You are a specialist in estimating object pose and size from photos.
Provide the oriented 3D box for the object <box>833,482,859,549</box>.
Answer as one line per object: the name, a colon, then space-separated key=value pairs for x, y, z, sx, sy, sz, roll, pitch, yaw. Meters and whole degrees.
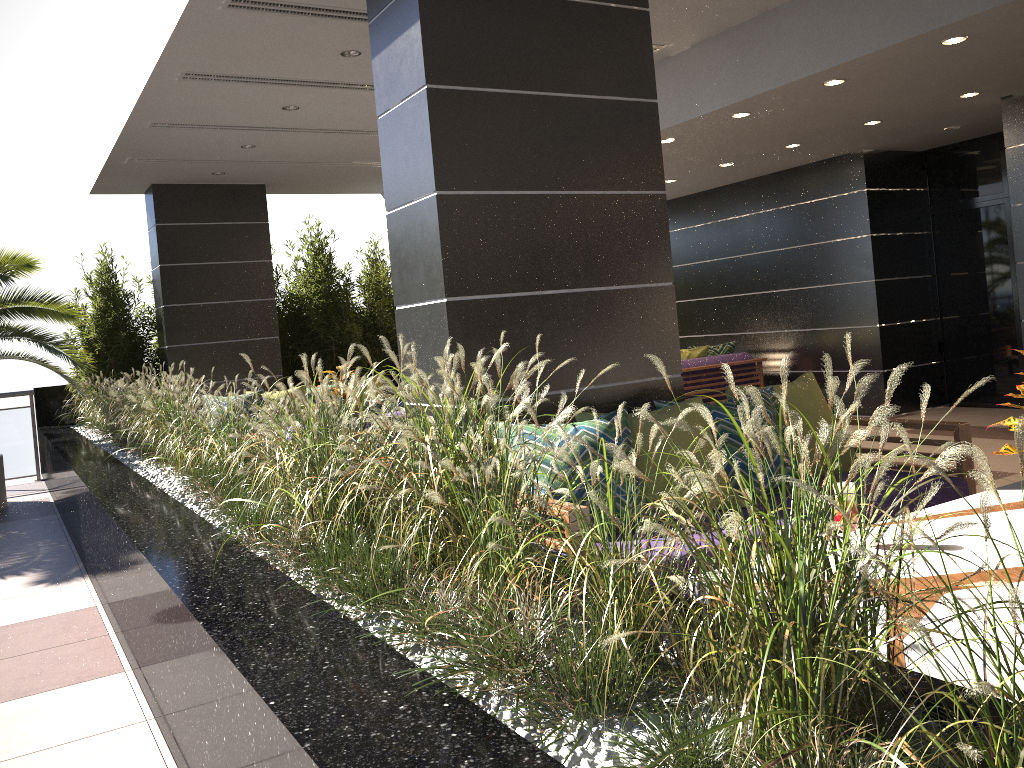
object: x=0.960 y=0.377 z=2.538 sx=0.068 sy=0.181 sz=0.069 roll=-5 pitch=1 yaw=43

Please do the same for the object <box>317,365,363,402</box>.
object: x=-1.482 y=0.103 z=7.702 sx=0.430 sy=0.526 sz=0.425 roll=-6 pitch=2 yaw=-13

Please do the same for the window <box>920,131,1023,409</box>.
window: x=4.979 y=-1.123 z=8.748 sx=0.109 sy=2.760 sz=1.823 roll=-5 pitch=1 yaw=-30

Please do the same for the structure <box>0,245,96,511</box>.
structure: x=-5.906 y=-0.349 z=8.058 sx=3.747 sy=3.302 sz=3.810 roll=-5 pitch=2 yaw=13

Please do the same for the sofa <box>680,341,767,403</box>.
sofa: x=1.687 y=0.034 z=9.870 sx=2.132 sy=0.919 sz=1.117 roll=-7 pitch=3 yaw=-30

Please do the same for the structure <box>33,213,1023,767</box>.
structure: x=3.607 y=-0.773 z=2.273 sx=7.838 sy=3.120 sz=24.687 roll=-7 pitch=4 yaw=-30

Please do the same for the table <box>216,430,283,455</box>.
table: x=-1.430 y=0.639 z=7.703 sx=2.042 sy=0.553 sz=0.940 roll=-7 pitch=3 yaw=-30

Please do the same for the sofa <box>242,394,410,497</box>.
sofa: x=-0.782 y=0.468 z=6.577 sx=2.132 sy=0.919 sz=1.117 roll=-7 pitch=3 yaw=-30

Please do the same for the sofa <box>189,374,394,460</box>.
sofa: x=-2.075 y=0.447 z=8.792 sx=2.132 sy=0.919 sz=1.117 roll=-7 pitch=3 yaw=-30

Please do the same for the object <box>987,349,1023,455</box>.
object: x=1.568 y=0.152 z=2.484 sx=0.431 sy=0.526 sz=0.424 roll=-6 pitch=2 yaw=-18

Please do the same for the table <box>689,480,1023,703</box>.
table: x=1.612 y=0.689 z=2.492 sx=2.042 sy=0.553 sz=0.940 roll=-7 pitch=3 yaw=-30

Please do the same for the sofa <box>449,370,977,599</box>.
sofa: x=0.847 y=0.494 z=3.786 sx=2.132 sy=0.919 sz=1.117 roll=-7 pitch=3 yaw=-30
